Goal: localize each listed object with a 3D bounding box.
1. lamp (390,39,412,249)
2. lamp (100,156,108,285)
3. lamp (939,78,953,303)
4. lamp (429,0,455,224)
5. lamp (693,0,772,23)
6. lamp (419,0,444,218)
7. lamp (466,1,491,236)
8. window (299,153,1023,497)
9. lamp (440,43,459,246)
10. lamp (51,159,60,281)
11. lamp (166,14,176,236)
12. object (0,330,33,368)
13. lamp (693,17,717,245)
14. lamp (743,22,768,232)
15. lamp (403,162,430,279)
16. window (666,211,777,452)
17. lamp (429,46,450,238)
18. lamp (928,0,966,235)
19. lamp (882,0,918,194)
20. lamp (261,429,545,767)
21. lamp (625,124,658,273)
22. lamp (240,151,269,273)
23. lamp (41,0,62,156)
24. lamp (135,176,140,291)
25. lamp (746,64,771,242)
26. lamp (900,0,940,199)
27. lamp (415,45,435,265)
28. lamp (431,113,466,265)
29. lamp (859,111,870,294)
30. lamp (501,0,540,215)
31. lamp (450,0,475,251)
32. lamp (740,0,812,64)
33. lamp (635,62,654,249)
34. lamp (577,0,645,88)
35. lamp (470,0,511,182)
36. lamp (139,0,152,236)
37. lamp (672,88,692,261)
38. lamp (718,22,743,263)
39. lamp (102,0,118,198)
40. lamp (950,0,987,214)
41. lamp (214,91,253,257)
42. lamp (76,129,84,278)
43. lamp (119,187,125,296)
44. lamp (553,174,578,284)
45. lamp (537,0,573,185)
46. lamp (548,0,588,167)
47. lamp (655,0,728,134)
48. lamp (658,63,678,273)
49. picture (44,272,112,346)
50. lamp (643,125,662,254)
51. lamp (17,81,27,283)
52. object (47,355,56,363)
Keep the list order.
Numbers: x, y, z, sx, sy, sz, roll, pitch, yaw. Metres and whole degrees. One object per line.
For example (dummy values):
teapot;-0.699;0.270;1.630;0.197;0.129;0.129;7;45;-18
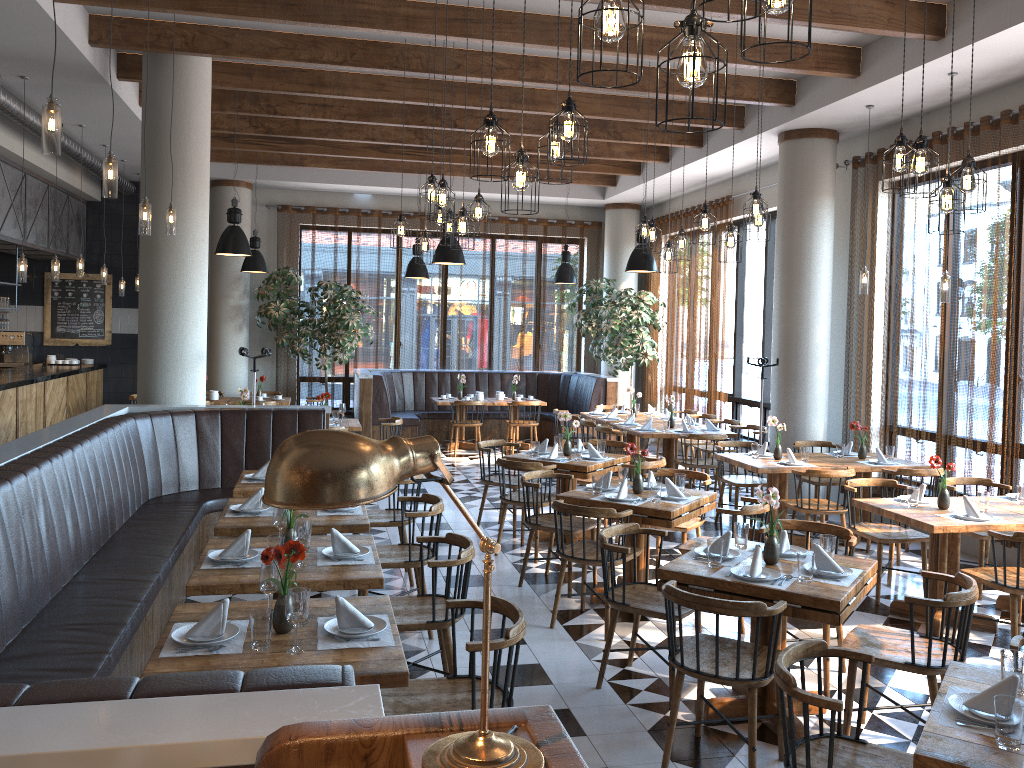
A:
lamp;-0.974;-2.253;7.939;0.175;2.069;0.175;1;1;-28
lamp;-5.151;-2.239;11.217;0.078;1.962;0.078;1;1;-5
lamp;3.585;-1.649;7.268;0.078;1.962;0.078;2;1;28
lamp;-0.465;-2.172;6.205;0.175;2.069;0.175;2;2;37
lamp;0.560;-1.941;2.131;0.175;2.069;0.175;2;1;31
lamp;-0.558;-2.243;6.390;0.175;2.069;0.175;0;2;-42
lamp;-0.225;-2.146;6.568;0.175;2.069;0.175;2;1;15
window;2.647;-0.624;10.132;4.492;3.161;15.154;-1;4;-36
lamp;-0.544;-2.289;8.006;0.175;2.069;0.175;1;1;-6
lamp;-4.690;-2.042;9.124;0.078;1.962;0.078;1;1;-27
lamp;-2.754;-2.192;7.197;0.078;1.962;0.078;1;2;-37
object;-7.577;-0.532;13.486;0.355;0.569;0.550;1;2;-13
lamp;1.522;-2.120;6.862;0.175;2.069;0.175;1;1;-27
lamp;1.878;-2.202;6.726;0.175;2.069;0.175;2;1;7
lamp;-1.390;-2.497;13.092;0.390;1.863;0.391;1;1;-10
window;3.150;-0.777;12.703;0.365;3.162;4.975;1;3;-13
lamp;-0.616;-2.335;7.809;0.175;2.069;0.175;2;1;5
lamp;2.303;-1.825;4.625;0.175;2.069;0.175;1;1;-18
lamp;2.106;-2.068;4.732;0.175;2.069;0.175;1;1;-18
lamp;-0.119;0.429;1.166;0.445;0.756;0.170;0;2;-37
lamp;1.544;-2.249;10.396;0.390;1.863;0.391;1;2;-35
lamp;-3.643;-2.523;12.594;0.391;1.863;0.390;2;2;35
lamp;-2.033;-2.007;3.937;0.078;1.962;0.078;2;1;22
lamp;-5.622;-2.380;13.347;0.078;1.962;0.078;2;1;19
lamp;1.953;-2.156;6.921;0.175;2.069;0.175;1;1;-5
lamp;2.115;-1.998;4.525;0.175;2.069;0.175;1;1;-29
lamp;-0.763;-2.120;7.998;0.175;2.069;0.175;2;1;5
lamp;-0.685;-2.275;9.902;0.390;1.863;0.391;1;1;-25
lamp;3.348;-1.830;8.349;0.078;1.962;0.078;1;2;-37
lamp;0.064;-1.858;4.248;0.175;2.069;0.175;1;1;-29
lamp;-0.333;-2.005;6.375;0.175;2.069;0.175;0;2;-42
lamp;0.710;-1.890;2.276;0.175;2.069;0.175;2;1;20
lamp;1.291;-2.327;8.437;0.175;2.069;0.175;1;1;-27
lamp;0.292;-1.865;2.402;0.175;2.069;0.175;1;1;-2
lamp;-0.077;-1.982;4.077;0.175;2.069;0.175;2;1;27
lamp;-2.518;-2.011;6.116;0.078;1.962;0.078;2;1;28
lamp;1.658;-2.223;8.520;0.175;2.069;0.175;2;1;30
lamp;1.734;-1.987;6.917;0.175;2.069;0.175;2;1;7
lamp;-2.283;-2.051;5.067;0.078;1.962;0.078;2;1;6
lamp;2.481;-1.960;4.759;0.175;2.069;0.175;2;2;39
lamp;-2.939;-2.300;9.404;0.390;1.863;0.391;1;2;-35
lamp;-4.901;-2.194;10.087;0.078;1.962;0.078;2;1;22
lamp;-5.386;-2.198;12.267;0.078;1.962;0.078;2;1;17
lamp;0.840;-2.472;13.586;0.390;1.863;0.391;1;1;0
lamp;0.238;-2.036;4.376;0.175;2.069;0.175;0;2;-40
lamp;0.290;-2.079;4.173;0.175;2.069;0.175;1;1;-29
lamp;0.506;-1.726;2.362;0.175;2.069;0.175;2;1;31
lamp;1.502;-2.086;8.362;0.175;2.069;0.175;1;1;-27
picture;-6.822;-1.166;13.935;0.980;1.141;0.021;1;1;-12
lamp;1.331;-2.256;8.234;0.175;2.069;0.175;0;2;-38
lamp;-4.465;-1.912;8.099;0.078;1.962;0.078;2;1;19
object;-7.109;-0.379;13.677;0.130;0.128;0.130;3;3;33
